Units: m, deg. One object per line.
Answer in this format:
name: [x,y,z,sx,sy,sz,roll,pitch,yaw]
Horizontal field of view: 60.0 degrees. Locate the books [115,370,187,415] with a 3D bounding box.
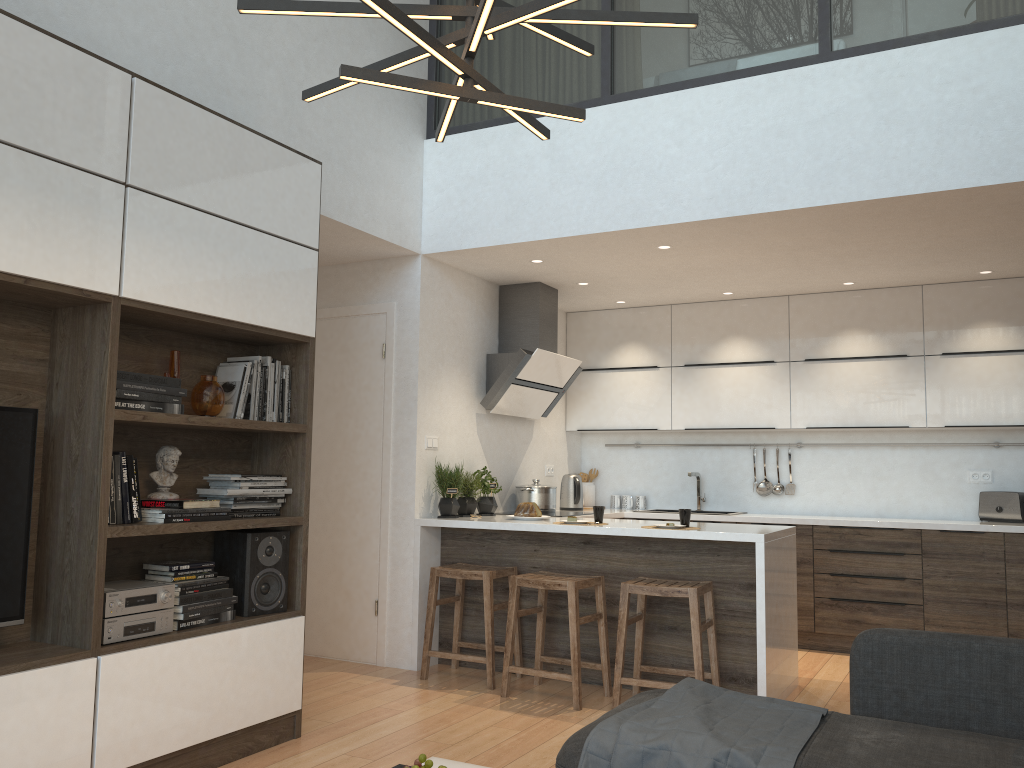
books: [-1.411,0.039,3.230,0.277,0.137,0.343,-2,-6,23]

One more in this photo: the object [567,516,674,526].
object: [0.564,0.723,4.662,0.597,0.039,0.064,-2,-6,24]

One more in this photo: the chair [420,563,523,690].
chair: [-0.213,1.309,4.874,0.450,0.600,0.350,-2,-6,28]

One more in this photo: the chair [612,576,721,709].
chair: [0.756,1.267,4.313,0.450,0.600,0.350,-2,-6,25]

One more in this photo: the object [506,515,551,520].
object: [0.095,0.781,5.179,0.261,0.021,0.261,-2,-6,22]

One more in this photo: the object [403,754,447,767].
object: [-0.222,0.887,1.945,0.256,0.173,0.279,-2,-6,25]

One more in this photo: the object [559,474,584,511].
object: [0.440,0.803,6.600,0.179,0.270,0.220,-1,-6,15]

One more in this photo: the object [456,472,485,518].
object: [-0.268,0.669,5.428,0.221,0.283,0.211,-4,-8,41]

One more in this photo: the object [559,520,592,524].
object: [0.345,0.749,4.808,0.176,0.014,0.176,-1,-6,18]

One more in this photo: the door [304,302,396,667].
door: [-1.140,0.588,5.428,0.974,2.136,0.085,-2,-6,28]

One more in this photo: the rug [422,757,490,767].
rug: [-0.191,1.319,2.033,1.606,0.013,2.496,-2,-6,28]

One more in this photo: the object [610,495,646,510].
object: [0.910,0.928,6.956,0.297,0.105,0.112,-2,-7,30]

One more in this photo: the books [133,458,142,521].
books: [-1.432,0.384,3.226,0.179,0.233,0.077,-2,-6,28]

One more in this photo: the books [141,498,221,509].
books: [-1.293,0.458,3.402,0.266,0.030,0.209,-1,-6,21]

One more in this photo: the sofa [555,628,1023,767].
sofa: [0.392,0.780,1.452,2.108,0.995,3.169,-2,-6,28]

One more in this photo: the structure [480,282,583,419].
structure: [0.155,-0.278,6.092,0.407,0.998,0.898,-2,-6,28]

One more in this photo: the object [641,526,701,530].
object: [0.817,0.740,4.565,0.304,0.002,0.304,4,-7,-30]

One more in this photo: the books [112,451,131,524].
books: [-1.440,0.368,3.160,0.193,0.255,0.066,-2,-6,27]

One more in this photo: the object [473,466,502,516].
object: [-0.170,0.673,5.598,0.179,0.311,0.172,-4,-7,39]

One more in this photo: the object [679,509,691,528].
object: [0.898,0.697,4.602,0.066,0.093,0.066,1,-6,1]

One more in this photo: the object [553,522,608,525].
object: [0.373,0.760,4.834,0.305,0.002,0.305,1,-6,-3]

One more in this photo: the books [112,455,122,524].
books: [-1.444,0.370,3.129,0.169,0.242,0.050,-2,-6,27]

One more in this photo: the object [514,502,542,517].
object: [0.091,0.743,5.197,0.155,0.101,0.161,-2,-6,24]

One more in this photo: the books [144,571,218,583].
books: [-1.281,0.743,3.436,0.161,0.023,0.213,-3,-7,31]

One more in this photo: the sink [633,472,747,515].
sink: [1.306,0.906,6.478,0.706,0.518,0.512,-2,-6,28]

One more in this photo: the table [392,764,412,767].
table: [-0.157,1.128,1.877,0.700,0.323,0.700,-2,-6,28]

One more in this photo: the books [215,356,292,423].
books: [-1.131,0.025,3.787,0.201,0.287,0.332,-2,-6,28]

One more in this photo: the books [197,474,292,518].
books: [-1.133,0.466,3.712,0.224,0.176,0.374,-2,-6,27]

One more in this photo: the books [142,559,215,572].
books: [-1.295,0.705,3.449,0.161,0.023,0.213,-3,-7,31]

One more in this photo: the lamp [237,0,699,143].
lamp: [-0.076,-2.478,2.259,1.200,3.645,0.831,-4,-7,38]

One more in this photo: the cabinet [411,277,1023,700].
cabinet: [1.551,0.480,5.375,3.495,2.401,2.401,-2,-6,28]

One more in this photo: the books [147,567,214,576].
books: [-1.283,0.724,3.438,0.142,0.015,0.198,-2,-6,26]

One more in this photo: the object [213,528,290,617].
object: [-1.090,0.783,3.720,0.244,0.331,0.214,-4,-7,38]

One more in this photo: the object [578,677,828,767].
object: [0.568,1.089,2.481,0.548,0.369,0.685,-3,-7,36]

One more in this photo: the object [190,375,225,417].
object: [-1.207,0.053,3.520,0.130,0.171,0.130,3,-6,-23]

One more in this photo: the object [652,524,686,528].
object: [0.800,0.727,4.526,0.176,0.014,0.176,-3,-7,32]

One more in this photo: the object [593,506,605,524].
object: [0.475,0.717,4.860,0.066,0.093,0.066,4,-6,-26]

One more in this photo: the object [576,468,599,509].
object: [0.576,0.822,7.007,0.221,0.316,0.330,-2,-6,28]

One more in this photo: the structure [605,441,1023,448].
structure: [2.080,0.443,6.429,3.000,0.045,0.050,-2,-6,28]

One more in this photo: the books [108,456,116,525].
books: [-1.461,0.372,3.113,0.170,0.236,0.049,-2,-6,28]

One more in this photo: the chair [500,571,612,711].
chair: [0.230,1.279,4.503,0.450,0.600,0.350,-3,-7,33]

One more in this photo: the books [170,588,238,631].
books: [-1.255,0.857,3.419,0.248,0.123,0.307,-2,-6,23]

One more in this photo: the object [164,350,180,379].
object: [-1.335,-0.001,3.466,0.082,0.265,0.081,6,-7,-40]

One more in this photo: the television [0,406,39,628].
television: [-1.872,0.413,2.365,0.229,0.779,1.220,-2,-6,28]

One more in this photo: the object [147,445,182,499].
object: [-1.348,0.342,3.439,0.117,0.207,0.116,3,-6,-21]

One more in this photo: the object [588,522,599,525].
object: [0.434,0.746,4.742,0.025,0.011,0.126,-3,-7,32]

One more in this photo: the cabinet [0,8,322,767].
cabinet: [-1.947,0.061,2.153,0.338,2.494,4.036,-2,-6,28]

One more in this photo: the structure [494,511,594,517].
structure: [0.213,0.866,5.932,0.550,0.006,0.609,-2,-6,28]

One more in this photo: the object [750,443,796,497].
object: [1.906,0.629,6.493,0.320,0.389,0.069,-2,-7,29]

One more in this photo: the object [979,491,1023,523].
object: [3.161,0.789,5.701,0.177,0.195,0.260,6,-8,-41]

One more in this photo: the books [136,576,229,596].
books: [-1.274,0.775,3.432,0.224,0.042,0.277,-2,-6,23]

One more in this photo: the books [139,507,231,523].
books: [-1.274,0.495,3.377,0.250,0.047,0.310,-3,-7,33]

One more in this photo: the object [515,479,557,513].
object: [0.166,0.769,6.123,0.315,0.223,0.288,3,-6,-21]

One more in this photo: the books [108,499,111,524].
books: [-1.478,0.369,3.095,0.189,0.240,0.053,-2,-6,28]

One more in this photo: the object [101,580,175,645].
object: [-1.392,0.800,3.125,0.270,0.174,0.285,-2,-6,28]

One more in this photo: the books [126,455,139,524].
books: [-1.419,0.376,3.182,0.177,0.242,0.066,-2,-6,28]

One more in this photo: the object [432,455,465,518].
object: [-0.371,0.606,5.242,0.186,0.367,0.196,-2,-6,28]
